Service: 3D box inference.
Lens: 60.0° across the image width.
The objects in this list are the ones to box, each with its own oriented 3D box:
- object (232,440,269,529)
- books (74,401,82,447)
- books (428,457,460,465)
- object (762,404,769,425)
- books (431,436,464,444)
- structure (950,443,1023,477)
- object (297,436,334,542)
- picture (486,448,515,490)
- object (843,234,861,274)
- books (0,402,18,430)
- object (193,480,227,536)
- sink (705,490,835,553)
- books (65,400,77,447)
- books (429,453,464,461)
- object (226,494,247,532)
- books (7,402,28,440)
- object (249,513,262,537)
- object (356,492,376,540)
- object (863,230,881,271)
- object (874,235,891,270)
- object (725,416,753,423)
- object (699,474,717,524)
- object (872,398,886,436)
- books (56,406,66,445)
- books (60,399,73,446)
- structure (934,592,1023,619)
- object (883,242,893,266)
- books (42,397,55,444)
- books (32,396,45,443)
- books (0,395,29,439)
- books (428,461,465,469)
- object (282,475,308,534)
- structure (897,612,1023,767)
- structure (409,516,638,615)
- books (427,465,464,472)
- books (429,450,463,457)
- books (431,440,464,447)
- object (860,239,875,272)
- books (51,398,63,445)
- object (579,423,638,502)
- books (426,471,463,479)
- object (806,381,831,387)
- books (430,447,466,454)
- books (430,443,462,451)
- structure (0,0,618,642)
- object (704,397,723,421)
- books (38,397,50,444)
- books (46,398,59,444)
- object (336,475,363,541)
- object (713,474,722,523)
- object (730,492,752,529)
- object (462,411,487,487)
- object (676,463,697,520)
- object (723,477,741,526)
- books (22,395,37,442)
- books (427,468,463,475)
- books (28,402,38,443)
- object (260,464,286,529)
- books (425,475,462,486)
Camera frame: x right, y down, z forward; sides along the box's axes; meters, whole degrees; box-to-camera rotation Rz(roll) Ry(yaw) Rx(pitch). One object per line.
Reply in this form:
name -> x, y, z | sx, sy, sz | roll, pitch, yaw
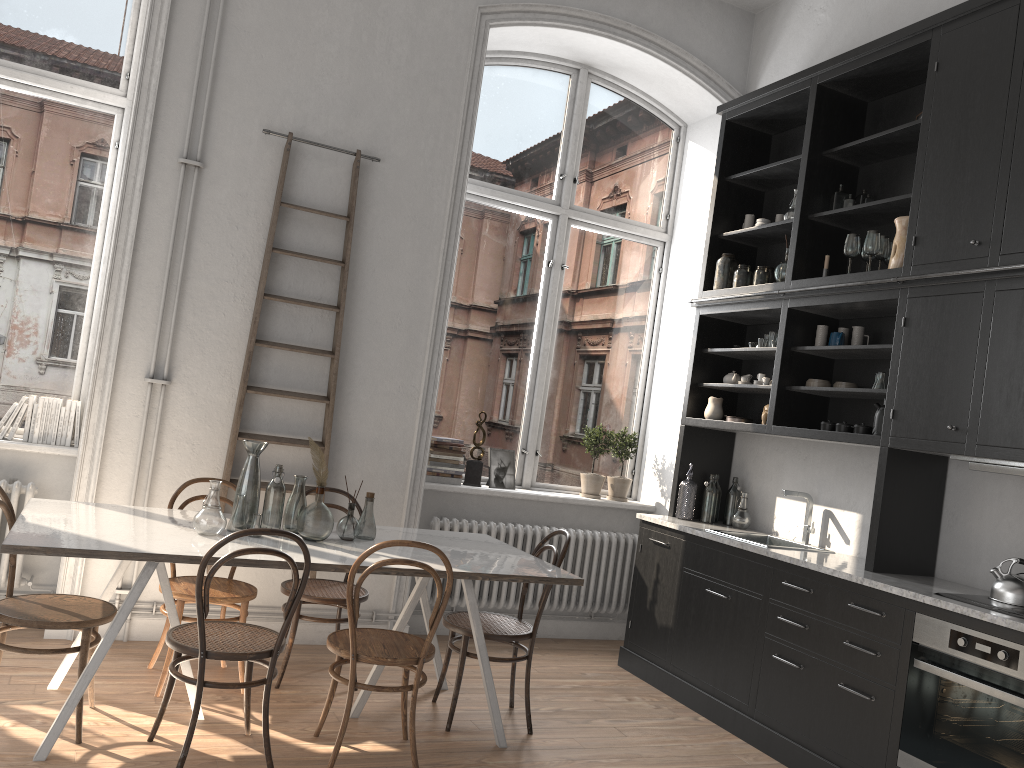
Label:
object -> -1.158, 0.443, 3.907 | 0.116, 0.383, 0.116 | 8, -2, -13
books -> -2.357, 0.215, 4.816 | 0.040, 0.244, 0.174 | 9, -2, -24
books -> -0.444, 0.486, 5.673 | 0.205, 0.022, 0.155 | 8, -2, -10
object -> 1.452, 0.176, 5.025 | 0.069, 0.123, 0.173 | 8, -2, 8
books -> -0.435, 0.356, 5.683 | 0.201, 0.024, 0.159 | 9, -3, -34
structure -> 2.231, 0.334, 3.518 | 0.379, 0.123, 0.843 | 9, -2, -24
object -> -0.828, 0.454, 3.836 | 0.157, 0.446, 0.157 | 8, -2, -6
picture -> -0.090, 0.561, 5.886 | 0.222, 0.264, 0.148 | 10, -2, -41
object -> 1.748, -0.658, 4.573 | 0.083, 0.221, 0.083 | 8, -2, 7
books -> -2.674, 0.188, 4.677 | 0.105, 0.194, 0.155 | 9, -2, -25
object -> -1.223, 0.505, 3.616 | 0.132, 0.219, 0.132 | 9, -2, -35
sink -> 1.432, 0.829, 4.870 | 0.514, 0.504, 0.526 | 9, -2, -24
books -> -2.386, 0.211, 4.805 | 0.024, 0.243, 0.175 | 9, -2, -24
books -> -0.440, 0.463, 5.680 | 0.222, 0.024, 0.158 | 9, -2, -24
object -> -1.164, 0.551, 3.783 | 0.083, 0.158, 0.083 | 9, -2, -28
books -> -2.615, 0.194, 4.701 | 0.072, 0.203, 0.155 | 9, -2, -24
object -> -1.075, 0.593, 3.721 | 0.058, 0.094, 0.058 | 8, -2, 4
object -> -0.665, 0.605, 4.083 | 0.101, 0.211, 0.101 | 7, -2, 15
object -> 1.804, -0.655, 4.454 | 0.083, 0.221, 0.083 | 7, -2, 22
object -> 1.882, -0.641, 4.524 | 0.083, 0.221, 0.083 | 9, -2, -25
object -> 1.379, 0.224, 5.383 | 0.180, 0.037, 0.180 | 10, -3, -39
object -> 1.218, 0.706, 5.477 | 0.086, 0.301, 0.086 | 9, -2, -38
object -> 1.825, 0.166, 4.296 | 0.124, 0.191, 0.129 | 8, -2, 4
books -> -2.432, 0.222, 4.784 | 0.020, 0.205, 0.155 | 9, -2, -24
books -> -2.417, 0.207, 4.813 | 0.024, 0.243, 0.175 | 9, -2, -24
structure -> 2.035, 0.892, 3.442 | 0.428, 0.011, 0.592 | 9, -2, -24
object -> 1.974, -0.625, 4.624 | 0.083, 0.221, 0.083 | 8, -2, 7
books -> -2.494, 0.194, 4.773 | 0.019, 0.243, 0.174 | 9, -2, -24
books -> -2.521, 0.189, 4.732 | 0.024, 0.243, 0.175 | 9, -2, -24
books -> -2.634, 0.174, 4.690 | 0.100, 0.235, 0.174 | 9, -2, -24
books -> -0.454, 0.510, 5.674 | 0.245, 0.028, 0.193 | 9, -3, -29
object -> -0.960, 0.537, 3.956 | 0.100, 0.255, 0.098 | 6, -2, 43
structure -> 1.975, 1.282, 3.426 | 0.618, 0.623, 0.622 | 9, -2, -24
structure -> 0.126, 1.190, 5.780 | 1.578, 0.552, 0.194 | 9, -2, -24
books -> -0.455, 0.531, 5.673 | 0.255, 0.014, 0.192 | 9, -2, -21
books -> -0.438, 0.441, 5.674 | 0.205, 0.022, 0.155 | 9, -3, -29
books -> -0.429, 0.378, 5.676 | 0.205, 0.020, 0.155 | 9, -2, -24
object -> 1.848, -0.643, 4.600 | 0.083, 0.221, 0.083 | 9, -2, -32
books -> -2.449, 0.201, 4.774 | 0.019, 0.243, 0.174 | 9, -2, -24
object -> 0.663, 0.540, 6.181 | 0.500, 0.524, 0.234 | 9, -2, -35
books -> -0.464, 0.571, 5.653 | 0.250, 0.023, 0.175 | 9, -3, -29
object -> -1.228, 0.494, 4.176 | 5.829, 1.842, 0.792 | 9, -2, -19
books -> -0.440, 0.420, 5.673 | 0.244, 0.019, 0.174 | 9, -2, -24
books -> -0.444, 0.398, 5.670 | 0.231, 0.023, 0.162 | 8, -2, -9
structure -> -1.263, -0.806, 5.009 | 5.184, 4.473, 0.340 | 9, -2, -24
object -> 1.259, 0.157, 5.499 | 0.115, 0.144, 0.127 | 6, -3, 45
books -> -2.505, 0.192, 4.749 | 0.019, 0.243, 0.174 | 9, -2, -24
books -> -2.477, 0.197, 4.786 | 0.024, 0.243, 0.175 | 9, -2, -24
object -> -0.720, 0.557, 3.974 | 0.107, 0.283, 0.106 | 9, -2, -29
object -> 1.272, 0.718, 5.588 | 0.086, 0.301, 0.086 | 8, -2, -10
object -> 1.401, 0.768, 5.392 | 0.132, 0.219, 0.120 | 9, -2, -24
object -> -0.226, 0.418, 5.774 | 0.122, 0.488, 0.102 | 8, -2, 0
object -> 1.088, 0.662, 5.488 | 0.109, 0.349, 0.108 | 10, -2, -43
object -> 1.373, 0.729, 5.517 | 0.086, 0.301, 0.086 | 7, -2, 21
books -> -2.578, 0.181, 4.740 | 0.024, 0.243, 0.175 | 9, -2, -24
books -> -0.460, 0.548, 5.654 | 0.249, 0.023, 0.175 | 9, -2, -24
books -> -2.548, 0.204, 4.731 | 0.020, 0.205, 0.155 | 9, -2, -24
object -> -1.029, 0.499, 3.844 | 0.086, 0.301, 0.086 | 9, -2, -38
books -> -0.470, 0.603, 5.653 | 0.248, 0.043, 0.192 | 9, -2, -24
